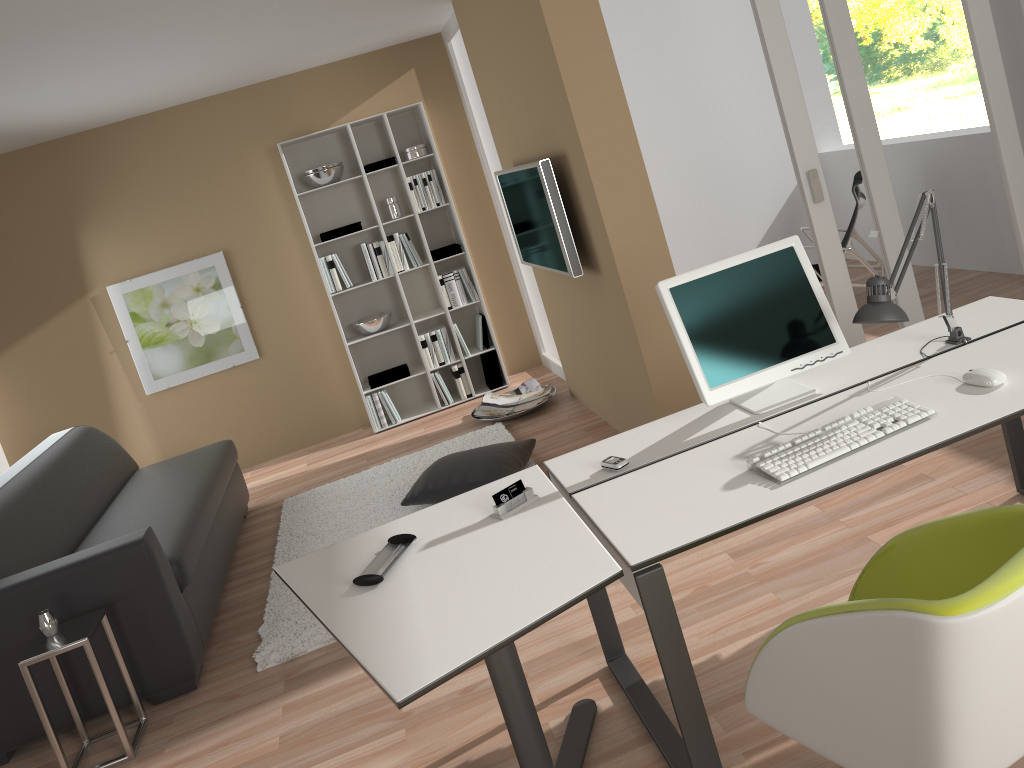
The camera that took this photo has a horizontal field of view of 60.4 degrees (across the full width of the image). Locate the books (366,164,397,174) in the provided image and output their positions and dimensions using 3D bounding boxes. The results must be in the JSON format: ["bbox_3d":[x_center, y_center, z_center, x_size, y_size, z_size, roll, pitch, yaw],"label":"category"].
[{"bbox_3d":[-0.949,-1.537,6.322,0.212,0.007,0.301,-20,14,-13],"label":"books"}]

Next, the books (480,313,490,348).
[{"bbox_3d":[-0.202,-0.398,6.539,0.043,0.234,0.214,-18,10,-7],"label":"books"}]

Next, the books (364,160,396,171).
[{"bbox_3d":[-0.955,-1.563,6.316,0.212,0.006,0.300,-20,14,-13],"label":"books"}]

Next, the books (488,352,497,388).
[{"bbox_3d":[-0.158,-0.116,6.537,0.032,0.264,0.214,-18,10,-7],"label":"books"}]

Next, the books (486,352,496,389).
[{"bbox_3d":[-0.168,-0.112,6.535,0.032,0.264,0.214,-18,10,-7],"label":"books"}]

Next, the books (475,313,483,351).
[{"bbox_3d":[-0.244,-0.389,6.534,0.085,0.241,0.210,-18,10,-7],"label":"books"}]

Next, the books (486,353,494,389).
[{"bbox_3d":[-0.179,-0.110,6.532,0.032,0.268,0.219,-18,10,-7],"label":"books"}]

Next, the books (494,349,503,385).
[{"bbox_3d":[-0.111,-0.133,6.546,0.032,0.264,0.214,-18,10,-7],"label":"books"}]

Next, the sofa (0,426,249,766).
[{"bbox_3d":[-1.940,0.715,4.322,0.957,0.819,2.292,-19,13,-8],"label":"sofa"}]

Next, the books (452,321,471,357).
[{"bbox_3d":[-0.382,-0.336,6.476,0.060,0.255,0.210,-18,10,-8],"label":"books"}]

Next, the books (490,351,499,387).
[{"bbox_3d":[-0.144,-0.124,6.543,0.032,0.266,0.217,-18,10,-7],"label":"books"}]

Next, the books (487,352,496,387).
[{"bbox_3d":[-0.164,-0.117,6.536,0.032,0.269,0.222,-18,10,-7],"label":"books"}]

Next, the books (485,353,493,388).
[{"bbox_3d":[-0.185,-0.109,6.535,0.032,0.266,0.217,-18,10,-7],"label":"books"}]

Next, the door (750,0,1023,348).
[{"bbox_3d":[1.849,-1.364,4.225,1.195,2.606,0.060,-19,8,-10],"label":"door"}]

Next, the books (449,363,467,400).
[{"bbox_3d":[-0.400,-0.029,6.486,0.040,0.254,0.210,-18,10,-7],"label":"books"}]

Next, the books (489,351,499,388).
[{"bbox_3d":[-0.147,-0.119,6.538,0.032,0.265,0.214,-18,10,-7],"label":"books"}]

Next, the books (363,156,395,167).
[{"bbox_3d":[-0.962,-1.588,6.310,0.212,0.006,0.300,-20,14,-13],"label":"books"}]

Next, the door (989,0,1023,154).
[{"bbox_3d":[2.179,-1.495,4.341,1.195,2.606,0.045,-19,8,-10],"label":"door"}]

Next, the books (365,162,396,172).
[{"bbox_3d":[-0.953,-1.554,6.321,0.212,0.006,0.300,-21,14,-15],"label":"books"}]

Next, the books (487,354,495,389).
[{"bbox_3d":[-0.173,-0.111,6.534,0.032,0.264,0.214,-18,10,-7],"label":"books"}]

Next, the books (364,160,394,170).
[{"bbox_3d":[-0.959,-1.568,6.317,0.212,0.006,0.301,-20,14,-12],"label":"books"}]

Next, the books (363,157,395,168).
[{"bbox_3d":[-0.962,-1.583,6.311,0.212,0.007,0.301,-20,14,-13],"label":"books"}]

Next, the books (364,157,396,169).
[{"bbox_3d":[-0.957,-1.580,6.316,0.212,0.007,0.300,-20,14,-13],"label":"books"}]

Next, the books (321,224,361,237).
[{"bbox_3d":[-1.222,-1.096,6.275,0.299,0.007,0.213,-19,14,-9],"label":"books"}]

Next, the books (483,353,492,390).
[{"bbox_3d":[-0.194,-0.103,6.529,0.032,0.265,0.214,-18,10,-7],"label":"books"}]

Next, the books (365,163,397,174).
[{"bbox_3d":[-0.949,-1.543,6.321,0.212,0.006,0.300,-20,14,-13],"label":"books"}]

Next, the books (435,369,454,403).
[{"bbox_3d":[-0.505,0.002,6.484,0.058,0.253,0.210,-18,10,-7],"label":"books"}]

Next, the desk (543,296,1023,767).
[{"bbox_3d":[1.021,0.368,2.450,1.611,0.676,0.815,-19,11,-9],"label":"desk"}]

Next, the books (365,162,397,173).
[{"bbox_3d":[-0.951,-1.548,6.320,0.212,0.006,0.300,-20,14,-13],"label":"books"}]

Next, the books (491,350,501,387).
[{"bbox_3d":[-0.132,-0.127,6.540,0.032,0.268,0.219,-18,10,-7],"label":"books"}]

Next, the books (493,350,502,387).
[{"bbox_3d":[-0.122,-0.129,6.544,0.032,0.264,0.214,-18,10,-7],"label":"books"}]

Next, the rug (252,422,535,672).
[{"bbox_3d":[-0.525,0.677,4.459,1.458,0.044,2.055,-19,14,-8],"label":"rug"}]

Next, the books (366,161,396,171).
[{"bbox_3d":[-0.954,-1.558,6.317,0.212,0.006,0.300,-20,14,-13],"label":"books"}]

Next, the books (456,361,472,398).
[{"bbox_3d":[-0.362,-0.043,6.497,0.040,0.254,0.210,-18,10,-7],"label":"books"}]

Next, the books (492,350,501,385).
[{"bbox_3d":[-0.127,-0.127,6.543,0.032,0.264,0.214,-18,10,-7],"label":"books"}]

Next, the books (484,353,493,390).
[{"bbox_3d":[-0.190,-0.108,6.535,0.032,0.266,0.217,-18,10,-7],"label":"books"}]

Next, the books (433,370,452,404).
[{"bbox_3d":[-0.517,0.013,6.466,0.058,0.253,0.210,-18,10,-7],"label":"books"}]

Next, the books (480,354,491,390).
[{"bbox_3d":[-0.199,-0.101,6.530,0.032,0.264,0.214,-18,10,-7],"label":"books"}]

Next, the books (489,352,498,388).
[{"bbox_3d":[-0.152,-0.118,6.538,0.032,0.264,0.214,-18,10,-7],"label":"books"}]

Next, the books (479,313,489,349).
[{"bbox_3d":[-0.210,-0.397,6.538,0.043,0.238,0.222,-18,10,-7],"label":"books"}]

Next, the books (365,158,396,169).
[{"bbox_3d":[-0.956,-1.575,6.317,0.212,0.007,0.300,-20,14,-13],"label":"books"}]

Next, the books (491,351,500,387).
[{"bbox_3d":[-0.139,-0.126,6.544,0.032,0.266,0.217,-18,10,-7],"label":"books"}]

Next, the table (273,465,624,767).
[{"bbox_3d":[-0.086,0.782,2.163,0.817,0.676,0.937,-19,12,-11],"label":"table"}]

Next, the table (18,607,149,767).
[{"bbox_3d":[-1.503,1.095,3.111,0.228,0.462,0.241,-19,9,-9],"label":"table"}]

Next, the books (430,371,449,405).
[{"bbox_3d":[-0.543,0.019,6.465,0.060,0.255,0.210,-18,10,-8],"label":"books"}]

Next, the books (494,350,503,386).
[{"bbox_3d":[-0.117,-0.133,6.544,0.032,0.269,0.222,-18,10,-7],"label":"books"}]
